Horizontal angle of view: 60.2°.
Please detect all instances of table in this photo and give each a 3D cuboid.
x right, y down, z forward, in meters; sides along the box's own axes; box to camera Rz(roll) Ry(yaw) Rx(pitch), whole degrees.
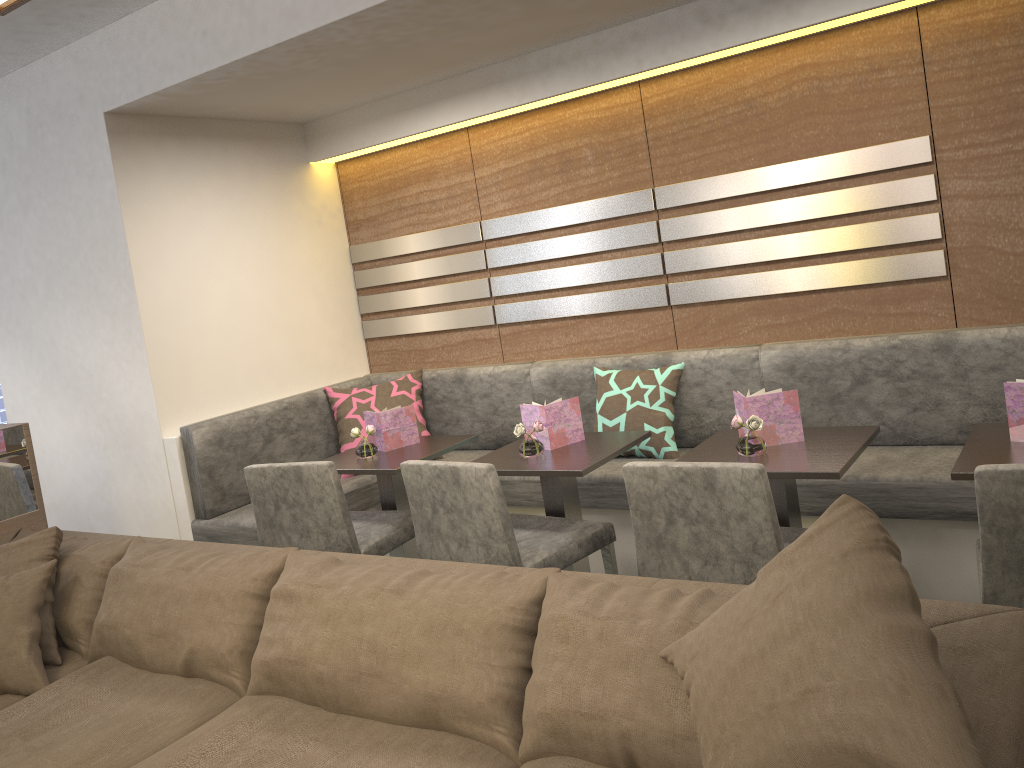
[{"bbox_3d":[0.196,0.549,3.082,0.504,0.651,0.511,-5,6,34],"label":"table"},{"bbox_3d":[-0.434,0.587,3.512,0.504,0.651,0.511,-5,6,34],"label":"table"},{"bbox_3d":[0.826,0.510,2.651,0.504,0.651,0.511,-5,6,34],"label":"table"},{"bbox_3d":[1.455,0.472,2.220,0.504,0.651,0.511,-5,6,34],"label":"table"}]

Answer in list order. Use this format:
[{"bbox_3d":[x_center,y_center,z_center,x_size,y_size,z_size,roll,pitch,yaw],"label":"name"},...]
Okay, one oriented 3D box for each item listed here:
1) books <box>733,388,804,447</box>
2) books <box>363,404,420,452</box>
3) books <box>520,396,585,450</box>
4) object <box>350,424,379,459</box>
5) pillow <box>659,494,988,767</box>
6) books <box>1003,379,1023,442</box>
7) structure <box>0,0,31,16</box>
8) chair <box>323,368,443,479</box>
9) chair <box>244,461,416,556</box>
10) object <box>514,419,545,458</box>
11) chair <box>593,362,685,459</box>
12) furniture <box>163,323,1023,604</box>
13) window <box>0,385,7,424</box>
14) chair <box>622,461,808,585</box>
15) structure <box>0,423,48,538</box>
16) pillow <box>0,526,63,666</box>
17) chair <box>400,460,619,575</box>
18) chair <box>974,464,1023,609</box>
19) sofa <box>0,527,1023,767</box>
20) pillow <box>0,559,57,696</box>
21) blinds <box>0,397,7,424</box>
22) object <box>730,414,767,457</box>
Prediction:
[{"bbox_3d":[0.787,0.100,2.719,0.157,0.163,0.144,-9,5,0],"label":"books"},{"bbox_3d":[-0.489,0.177,3.592,0.159,0.163,0.143,-13,7,-35],"label":"books"},{"bbox_3d":[0.144,0.139,3.159,0.159,0.163,0.143,-13,7,-35],"label":"books"},{"bbox_3d":[-0.573,0.224,3.452,0.108,0.125,0.095,-10,5,-13],"label":"object"},{"bbox_3d":[0.422,0.429,1.261,0.301,0.510,0.619,-13,7,-41],"label":"pillow"},{"bbox_3d":[1.399,0.062,2.300,0.159,0.163,0.143,-13,7,-35],"label":"books"},{"bbox_3d":[-1.685,-0.720,0.608,2.438,0.615,2.468,-4,9,34],"label":"structure"},{"bbox_3d":[-0.616,0.186,4.199,0.492,0.425,0.296,-10,5,-12],"label":"chair"},{"bbox_3d":[-0.607,0.601,3.221,0.475,0.758,0.497,-7,5,27],"label":"chair"},{"bbox_3d":[0.060,0.185,3.027,0.111,0.125,0.092,-11,5,-23],"label":"object"},{"bbox_3d":[0.507,0.123,3.626,0.425,0.393,0.221,-5,6,35],"label":"chair"},{"bbox_3d":[0.451,0.634,1.442,5.628,0.849,4.301,-4,9,34],"label":"furniture"},{"bbox_3d":[-5.469,-0.246,9.647,0.158,2.061,3.697,-7,7,35],"label":"window"},{"bbox_3d":[0.628,0.525,2.384,0.475,0.758,0.497,-5,6,37],"label":"chair"},{"bbox_3d":[-2.830,1.018,1.794,0.223,1.002,3.813,-6,8,35],"label":"structure"},{"bbox_3d":[-1.549,0.662,2.629,0.526,0.392,0.294,-8,5,3],"label":"pillow"},{"bbox_3d":[0.003,0.562,2.820,0.475,0.758,0.497,-5,6,41],"label":"chair"},{"bbox_3d":[1.275,0.486,1.934,0.475,0.758,0.497,-6,5,31],"label":"chair"},{"bbox_3d":[-1.400,1.099,0.829,3.168,0.672,3.805,-4,9,34],"label":"sofa"},{"bbox_3d":[-1.460,0.704,2.438,0.381,0.321,0.236,-10,5,-11],"label":"pillow"},{"bbox_3d":[-5.381,-0.279,9.594,0.045,2.031,3.688,-7,7,35],"label":"blinds"},{"bbox_3d":[0.694,0.147,2.586,0.095,0.125,0.102,-9,5,-1],"label":"object"}]
